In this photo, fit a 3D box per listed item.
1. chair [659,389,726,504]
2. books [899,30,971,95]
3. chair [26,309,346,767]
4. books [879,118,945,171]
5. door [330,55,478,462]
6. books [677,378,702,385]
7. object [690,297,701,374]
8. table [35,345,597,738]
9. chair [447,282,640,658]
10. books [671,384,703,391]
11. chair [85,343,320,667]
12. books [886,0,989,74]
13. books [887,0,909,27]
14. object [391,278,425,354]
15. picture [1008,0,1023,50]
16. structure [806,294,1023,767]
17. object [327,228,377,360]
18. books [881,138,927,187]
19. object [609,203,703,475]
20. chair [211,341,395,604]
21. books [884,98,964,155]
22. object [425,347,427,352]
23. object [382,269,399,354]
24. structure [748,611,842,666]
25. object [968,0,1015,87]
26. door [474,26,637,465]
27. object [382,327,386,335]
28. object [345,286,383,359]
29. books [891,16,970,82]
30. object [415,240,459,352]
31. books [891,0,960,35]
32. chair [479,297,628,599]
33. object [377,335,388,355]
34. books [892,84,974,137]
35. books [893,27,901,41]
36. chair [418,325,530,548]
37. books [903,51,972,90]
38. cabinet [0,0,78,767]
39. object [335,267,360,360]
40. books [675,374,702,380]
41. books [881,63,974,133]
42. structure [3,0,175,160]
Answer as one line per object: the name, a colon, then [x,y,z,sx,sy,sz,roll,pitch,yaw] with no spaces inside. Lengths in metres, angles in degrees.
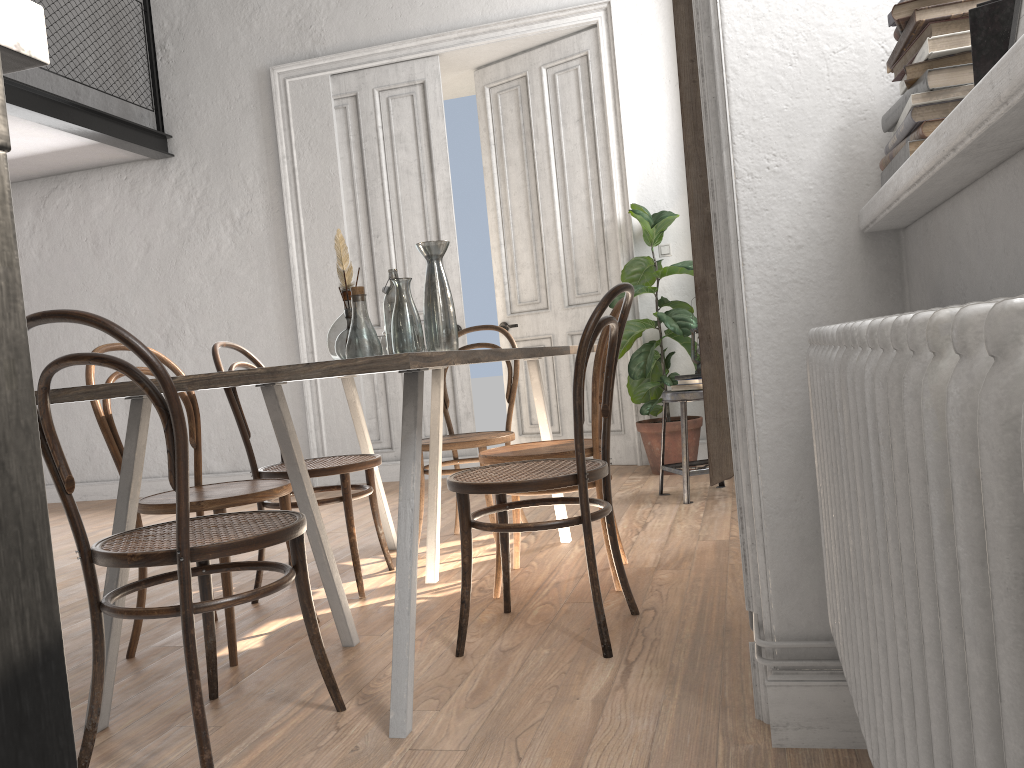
chair: [0.925,0.284,4.346,0.360,0.523,0.364,-6,2,-12]
books: [0.669,-0.472,1.292,0.158,0.024,0.222,-5,2,15]
chair: [-0.694,0.308,1.861,0.438,0.921,0.549,-5,2,27]
books: [0.667,-0.361,1.317,0.175,0.023,0.249,-5,2,10]
door: [-0.874,-0.740,6.110,1.097,2.815,0.216,-5,2,16]
books: [0.924,-0.017,4.299,0.162,0.029,0.232,-6,2,-14]
object: [0.927,-0.243,4.272,0.154,0.383,0.163,-6,2,-12]
table: [-0.400,0.325,2.792,1.100,0.780,2.199,-5,2,15]
chair: [0.091,0.219,2.382,0.549,0.921,0.437,-5,2,22]
books: [0.926,0.009,4.312,0.194,0.034,0.246,-7,2,-35]
chair: [-0.927,0.310,2.645,0.549,0.921,0.437,-5,2,26]
books: [0.662,-0.514,1.301,0.174,0.019,0.243,-5,2,15]
books: [0.665,-0.579,1.296,0.159,0.024,0.201,-5,2,5]
object: [-0.332,-0.201,2.770,0.100,0.255,0.098,-6,2,-9]
picture: [0.609,-0.415,0.884,0.149,0.264,0.221,-6,2,-2]
structure: [0.411,0.209,0.726,0.194,0.552,1.576,-5,2,15]
object: [-0.510,-0.279,2.752,0.157,0.446,0.156,-4,2,33]
books: [0.672,-0.328,1.320,0.192,0.043,0.248,-5,2,15]
object: [0.007,-0.250,2.843,0.792,1.843,5.824,-5,2,20]
chair: [-0.746,0.278,3.201,0.549,0.921,0.437,-5,2,10]
books: [0.664,-0.384,1.316,0.175,0.023,0.249,-5,2,15]
object: [-0.334,-0.159,3.035,0.083,0.158,0.083,-5,2,10]
object: [-0.375,-0.224,2.897,0.086,0.301,0.086,-6,2,0]
structure: [0.631,-1.622,2.466,0.340,4.475,5.179,-5,2,15]
object: [0.604,-0.539,1.072,0.102,0.488,0.122,-4,3,39]
door: [0.288,-0.849,5.976,1.097,2.815,0.216,-4,3,39]
object: [-0.428,-0.185,3.190,0.132,0.219,0.132,-5,2,4]
object: [-0.418,-0.163,2.457,0.101,0.212,0.101,-7,2,-36]
books: [0.662,-0.494,1.296,0.155,0.022,0.205,-5,2,10]
object: [-0.247,-0.279,2.963,0.116,0.383,0.116,-5,2,26]
books: [0.662,-0.536,1.308,0.162,0.023,0.231,-5,2,30]
chair: [0.158,0.197,2.956,0.549,0.921,0.437,-5,2,13]
object: [-0.438,-0.116,3.001,0.058,0.094,0.058,-4,3,43]
books: [0.675,-0.403,1.302,0.193,0.014,0.255,-5,2,18]
books: [0.657,-0.557,1.294,0.155,0.020,0.205,-5,2,15]
chair: [-0.185,0.210,3.738,0.438,0.921,0.549,-5,2,23]
books: [0.666,-0.449,1.298,0.155,0.022,0.205,-5,2,29]
cabinet: [-1.938,-0.874,0.518,3.251,3.584,0.634,-5,2,15]
object: [-0.469,-0.197,2.572,0.107,0.283,0.106,-5,2,10]
books: [0.922,-0.039,4.296,0.147,0.027,0.221,-7,2,-43]
books: [0.674,-0.425,1.302,0.193,0.028,0.245,-5,2,10]
structure: [-5.235,-1.916,4.043,4.158,1.213,5.924,-5,2,15]
